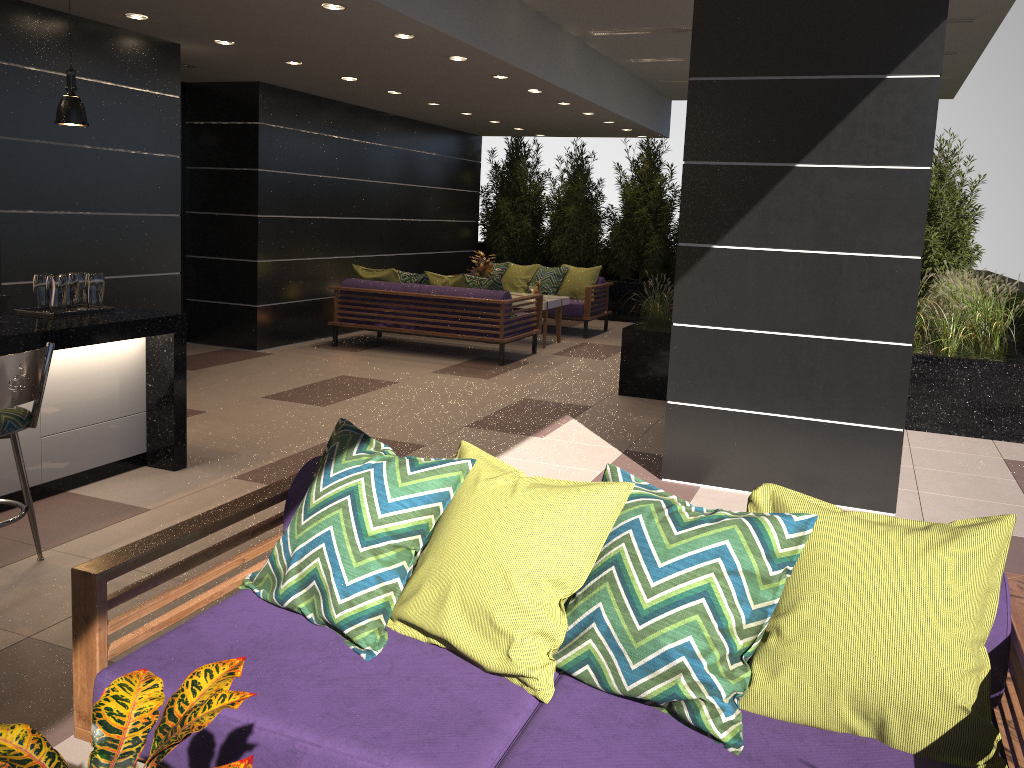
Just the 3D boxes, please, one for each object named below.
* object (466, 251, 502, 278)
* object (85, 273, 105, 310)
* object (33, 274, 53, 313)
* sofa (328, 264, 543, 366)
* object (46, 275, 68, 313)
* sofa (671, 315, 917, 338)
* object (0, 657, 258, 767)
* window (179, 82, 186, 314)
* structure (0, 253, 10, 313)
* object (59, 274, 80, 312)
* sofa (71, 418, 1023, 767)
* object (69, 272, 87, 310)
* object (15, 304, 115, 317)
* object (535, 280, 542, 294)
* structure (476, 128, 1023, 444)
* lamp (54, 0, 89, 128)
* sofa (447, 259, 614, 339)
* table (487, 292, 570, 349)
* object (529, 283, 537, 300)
[{"bbox_3d":[-0.373,-1.396,11.064,0.432,0.522,0.426,10,11,38],"label":"object"},{"bbox_3d":[-2.337,-0.513,4.962,0.106,0.207,0.106,7,9,26],"label":"object"},{"bbox_3d":[-2.528,-0.488,4.785,0.106,0.207,0.106,7,9,26],"label":"object"},{"bbox_3d":[-0.837,-0.834,9.898,2.130,0.912,1.127,7,10,21],"label":"sofa"},{"bbox_3d":[-2.432,-0.474,4.734,0.106,0.207,0.106,7,9,26],"label":"object"},{"bbox_3d":[2.685,-0.410,8.514,2.130,0.912,1.127,7,10,21],"label":"sofa"},{"bbox_3d":[-0.380,0.557,0.820,0.432,0.522,0.427,8,10,33],"label":"object"},{"bbox_3d":[-5.328,-0.845,3.996,1.945,2.736,11.624,6,11,21],"label":"window"},{"bbox_3d":[-4.185,-0.707,3.547,0.531,2.737,4.661,6,10,21],"label":"structure"},{"bbox_3d":[-2.433,-0.499,4.863,0.106,0.207,0.106,7,9,26],"label":"object"},{"bbox_3d":[0.136,0.678,2.199,2.130,0.912,1.127,7,10,21],"label":"sofa"},{"bbox_3d":[-2.446,-0.525,4.997,0.106,0.207,0.106,7,9,26],"label":"object"},{"bbox_3d":[-2.461,-0.409,4.889,0.273,0.018,0.440,7,12,21],"label":"object"},{"bbox_3d":[0.324,-1.211,11.150,0.067,0.188,0.085,-5,11,-43],"label":"object"},{"bbox_3d":[-1.474,-0.569,2.505,7.833,3.096,24.894,7,11,21],"label":"structure"},{"bbox_3d":[-2.274,-1.770,4.556,0.163,0.857,0.164,-1,8,-26],"label":"lamp"},{"bbox_3d":[0.216,-1.231,12.229,2.130,0.912,1.127,7,10,21],"label":"sofa"},{"bbox_3d":[-0.402,-0.866,11.134,2.041,0.549,0.948,7,11,21],"label":"table"},{"bbox_3d":[0.251,-1.109,10.575,0.106,0.195,0.106,-4,11,-40],"label":"object"}]
